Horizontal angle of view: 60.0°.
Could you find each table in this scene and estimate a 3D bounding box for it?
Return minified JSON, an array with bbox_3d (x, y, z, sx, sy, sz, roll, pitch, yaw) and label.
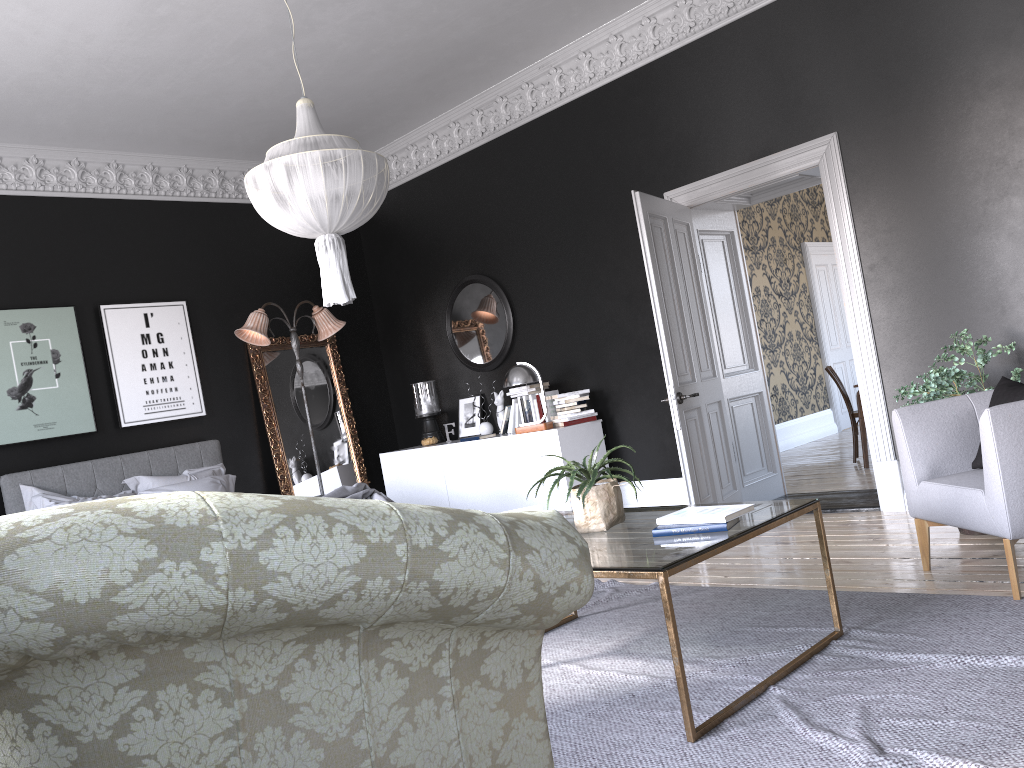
[{"bbox_3d":[0.398,0.893,3.685,1.091,0.558,1.451,-9,-1,-45],"label":"table"},{"bbox_3d":[4.021,0.233,8.315,1.792,0.755,0.852,-9,-1,-45],"label":"table"}]

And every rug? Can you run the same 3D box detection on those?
[{"bbox_3d":[0.518,1.145,3.825,2.102,0.050,3.651,-9,-1,-44],"label":"rug"}]

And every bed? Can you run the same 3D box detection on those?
[{"bbox_3d":[-2.200,1.040,6.272,3.289,1.298,2.761,-11,-1,34],"label":"bed"}]

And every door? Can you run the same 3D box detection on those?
[{"bbox_3d":[4.527,-0.684,12.101,1.392,2.542,0.137,-10,0,-45],"label":"door"},{"bbox_3d":[1.290,-0.140,6.239,0.216,2.374,1.096,-10,0,32],"label":"door"}]

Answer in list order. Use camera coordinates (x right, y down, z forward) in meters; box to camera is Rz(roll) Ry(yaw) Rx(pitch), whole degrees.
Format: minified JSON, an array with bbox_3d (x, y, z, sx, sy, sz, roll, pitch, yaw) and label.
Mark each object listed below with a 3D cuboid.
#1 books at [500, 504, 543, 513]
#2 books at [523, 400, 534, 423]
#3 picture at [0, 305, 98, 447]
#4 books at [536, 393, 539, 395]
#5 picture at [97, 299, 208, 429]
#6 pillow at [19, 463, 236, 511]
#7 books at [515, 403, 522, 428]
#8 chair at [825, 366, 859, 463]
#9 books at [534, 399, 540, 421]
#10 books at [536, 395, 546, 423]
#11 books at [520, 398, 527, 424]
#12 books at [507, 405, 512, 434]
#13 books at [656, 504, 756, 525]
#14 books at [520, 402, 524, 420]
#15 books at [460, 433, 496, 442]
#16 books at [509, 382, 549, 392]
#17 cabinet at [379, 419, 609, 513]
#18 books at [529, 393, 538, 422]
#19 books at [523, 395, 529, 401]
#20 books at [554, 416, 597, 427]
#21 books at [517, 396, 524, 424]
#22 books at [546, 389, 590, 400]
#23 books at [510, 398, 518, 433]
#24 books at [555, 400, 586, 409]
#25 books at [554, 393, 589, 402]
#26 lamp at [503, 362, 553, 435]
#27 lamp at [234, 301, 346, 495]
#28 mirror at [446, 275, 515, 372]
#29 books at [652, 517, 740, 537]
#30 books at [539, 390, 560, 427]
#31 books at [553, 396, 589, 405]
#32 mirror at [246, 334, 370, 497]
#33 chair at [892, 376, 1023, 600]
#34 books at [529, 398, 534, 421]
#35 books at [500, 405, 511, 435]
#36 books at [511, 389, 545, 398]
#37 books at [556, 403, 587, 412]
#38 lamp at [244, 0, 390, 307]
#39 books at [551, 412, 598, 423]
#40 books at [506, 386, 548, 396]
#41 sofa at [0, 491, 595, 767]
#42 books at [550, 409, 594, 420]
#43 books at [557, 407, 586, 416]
[{"bbox_3d":[-0.002,0.594,3.681,0.322,0.109,0.273,-10,-1,-10],"label":"books"},{"bbox_3d":[0.196,0.263,7.701,0.204,0.270,0.029,-10,0,-45],"label":"books"},{"bbox_3d":[-3.809,-0.083,7.089,0.790,1.078,0.014,-10,0,-45],"label":"picture"},{"bbox_3d":[0.316,0.221,7.670,0.220,0.307,0.030,-10,0,-45],"label":"books"},{"bbox_3d":[-3.133,-0.192,7.773,0.790,1.078,0.014,-10,0,-45],"label":"picture"},{"bbox_3d":[-2.964,1.004,7.101,0.681,0.760,1.827,-11,-1,45],"label":"pillow"},{"bbox_3d":[0.104,0.288,7.853,0.195,0.256,0.092,-10,0,-45],"label":"books"},{"bbox_3d":[3.365,0.245,8.474,0.541,0.949,0.419,-10,0,25],"label":"chair"},{"bbox_3d":[0.282,0.251,7.672,0.195,0.258,0.026,-10,0,-45],"label":"books"},{"bbox_3d":[0.323,0.225,7.627,0.235,0.295,0.038,-10,0,-45],"label":"books"},{"bbox_3d":[0.168,0.258,7.750,0.030,0.289,0.192,-10,0,45],"label":"books"},{"bbox_3d":[0.049,0.305,7.911,0.195,0.245,0.132,-10,0,-45],"label":"books"},{"bbox_3d":[0.742,0.500,3.398,0.220,0.024,0.308,-9,-1,-45],"label":"books"},{"bbox_3d":[0.169,0.274,7.787,0.195,0.258,0.026,-10,0,-45],"label":"books"},{"bbox_3d":[-0.300,0.475,7.856,0.192,0.030,0.290,-9,-1,-39],"label":"books"},{"bbox_3d":[0.152,0.028,7.797,0.220,0.030,0.307,-9,-1,-35],"label":"books"},{"bbox_3d":[-0.199,0.924,8.081,0.569,0.882,2.400,-10,-1,-45],"label":"cabinet"},{"bbox_3d":[0.257,0.232,7.691,0.220,0.307,0.024,-10,0,-45],"label":"books"},{"bbox_3d":[0.202,0.243,7.747,0.220,0.307,0.024,-10,0,-45],"label":"books"},{"bbox_3d":[0.525,0.314,7.395,0.294,0.038,0.235,-10,-1,-18],"label":"books"},{"bbox_3d":[0.160,0.252,7.829,0.220,0.307,0.030,-10,0,-45],"label":"books"},{"bbox_3d":[0.465,0.088,7.428,0.306,0.030,0.221,-10,-1,-25],"label":"books"},{"bbox_3d":[0.077,0.273,7.875,0.220,0.296,0.127,-10,0,-45],"label":"books"},{"bbox_3d":[0.493,0.168,7.434,0.193,0.030,0.289,-11,-1,19],"label":"books"},{"bbox_3d":[0.503,0.109,7.451,0.220,0.024,0.307,-11,-1,20],"label":"books"},{"bbox_3d":[0.115,0.107,7.388,0.341,0.590,0.328,-10,0,25],"label":"lamp"},{"bbox_3d":[-1.829,0.436,8.077,0.985,2.411,0.773,-10,0,-12],"label":"lamp"},{"bbox_3d":[-0.322,-0.571,8.415,0.061,0.924,0.926,-10,0,-45],"label":"mirror"},{"bbox_3d":[0.698,0.535,3.354,0.290,0.030,0.192,-11,-1,29],"label":"books"},{"bbox_3d":[0.350,0.213,7.595,0.220,0.308,0.050,-10,0,-45],"label":"books"},{"bbox_3d":[0.495,0.137,7.435,0.220,0.030,0.307,-10,-1,-15],"label":"books"},{"bbox_3d":[-1.918,0.581,8.718,0.989,2.192,0.255,-10,0,-45],"label":"mirror"},{"bbox_3d":[2.315,0.407,3.985,0.770,0.863,0.819,-10,0,-4],"label":"chair"},{"bbox_3d":[0.257,0.233,7.730,0.220,0.307,0.030,-10,0,-45],"label":"books"},{"bbox_3d":[-0.001,0.312,7.919,0.202,0.246,0.159,-10,0,-45],"label":"books"},{"bbox_3d":[0.139,0.083,7.782,0.195,0.026,0.259,-9,-1,-35],"label":"books"},{"bbox_3d":[0.497,0.198,7.449,0.193,0.030,0.290,-10,-1,-14],"label":"books"},{"bbox_3d":[-1.123,-1.438,4.879,0.782,2.049,0.784,-10,0,-1],"label":"lamp"},{"bbox_3d":[0.521,0.282,7.406,0.318,0.025,0.229,-9,-1,-35],"label":"books"},{"bbox_3d":[0.139,0.058,7.776,0.308,0.024,0.220,-11,-1,35],"label":"books"},{"bbox_3d":[-1.259,0.891,2.222,1.603,1.160,2.818,-10,-1,-44],"label":"sofa"},{"bbox_3d":[0.503,0.257,7.431,0.318,0.031,0.229,-10,-1,-15],"label":"books"},{"bbox_3d":[0.502,0.227,7.440,0.203,0.029,0.268,-10,-1,15],"label":"books"}]
